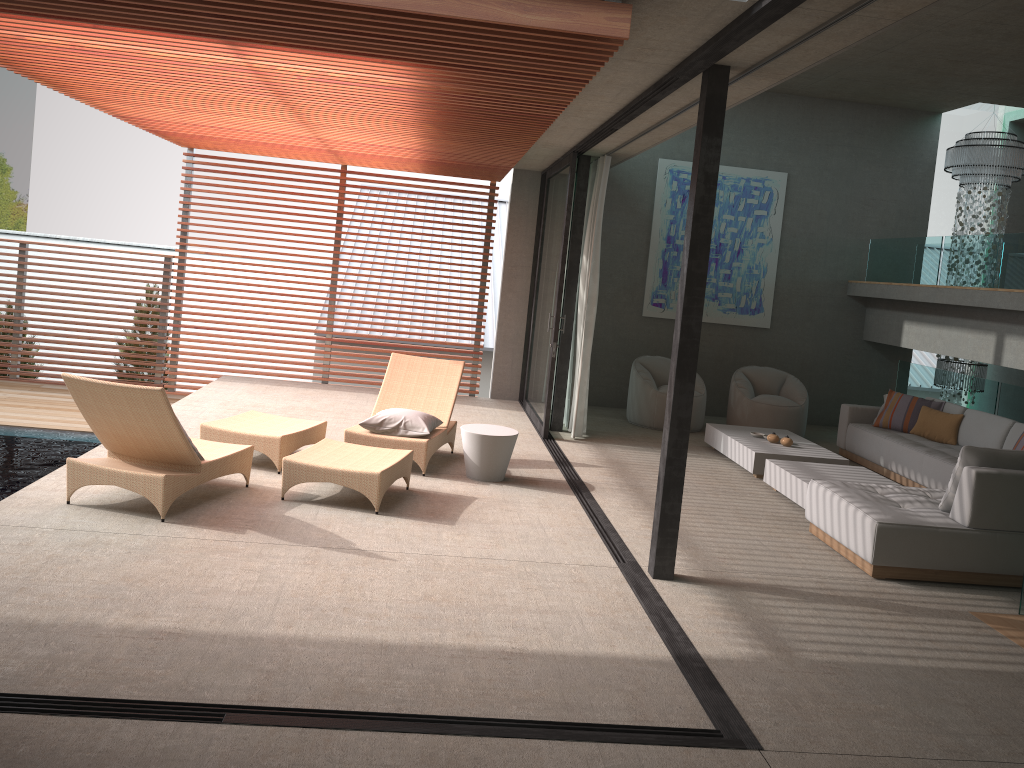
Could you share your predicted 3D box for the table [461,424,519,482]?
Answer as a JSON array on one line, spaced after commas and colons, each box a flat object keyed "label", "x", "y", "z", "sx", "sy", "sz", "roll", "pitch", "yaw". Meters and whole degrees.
[{"label": "table", "x": -0.200, "y": 0.565, "z": 7.186, "sx": 0.474, "sy": 0.391, "sz": 0.479, "roll": 3, "pitch": 6, "yaw": -24}]

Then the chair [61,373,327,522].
[{"label": "chair", "x": -2.133, "y": 0.267, "z": 6.321, "sx": 0.702, "sy": 0.822, "sz": 2.305, "roll": 7, "pitch": 7, "yaw": 13}]

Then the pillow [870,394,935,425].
[{"label": "pillow", "x": 4.197, "y": 0.333, "z": 9.460, "sx": 0.621, "sy": 0.418, "sz": 0.311, "roll": 9, "pitch": 6, "yaw": 31}]

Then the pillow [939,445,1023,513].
[{"label": "pillow", "x": 3.085, "y": 0.640, "z": 5.750, "sx": 0.492, "sy": 0.481, "sz": 0.267, "roll": 5, "pitch": 4, "yaw": -5}]

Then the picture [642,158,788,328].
[{"label": "picture", "x": 2.653, "y": -1.825, "z": 11.548, "sx": 1.718, "sy": 2.040, "sz": 0.030, "roll": 5, "pitch": 3, "yaw": -5}]

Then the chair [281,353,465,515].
[{"label": "chair", "x": -0.997, "y": 0.290, "z": 7.010, "sx": 0.701, "sy": 0.822, "sz": 2.307, "roll": 7, "pitch": 7, "yaw": 9}]

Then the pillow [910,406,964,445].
[{"label": "pillow", "x": 4.309, "y": 0.419, "z": 8.935, "sx": 0.225, "sy": 0.323, "sz": 0.467, "roll": 2, "pitch": 7, "yaw": -43}]

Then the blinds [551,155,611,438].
[{"label": "blinds", "x": 0.735, "y": -1.049, "z": 10.210, "sx": 0.223, "sy": 2.910, "sz": 2.442, "roll": 5, "pitch": 5, "yaw": -6}]

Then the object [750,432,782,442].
[{"label": "object", "x": 2.574, "y": 0.540, "z": 8.777, "sx": 0.440, "sy": 0.039, "sz": 0.155, "roll": 12, "pitch": 10, "yaw": 40}]

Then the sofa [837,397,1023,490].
[{"label": "sofa", "x": 4.261, "y": 0.678, "z": 8.077, "sx": 1.048, "sy": 0.749, "sz": 3.486, "roll": 5, "pitch": 7, "yaw": -6}]

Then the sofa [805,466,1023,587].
[{"label": "sofa", "x": 2.978, "y": 0.837, "z": 5.998, "sx": 1.594, "sy": 0.729, "sz": 1.020, "roll": 5, "pitch": 6, "yaw": -6}]

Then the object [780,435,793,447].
[{"label": "object", "x": 2.650, "y": 0.548, "z": 8.521, "sx": 0.120, "sy": 0.105, "sz": 0.119, "roll": 9, "pitch": 6, "yaw": 29}]

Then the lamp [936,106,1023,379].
[{"label": "lamp", "x": 6.042, "y": -1.682, "z": 11.510, "sx": 0.997, "sy": 3.922, "sz": 1.006, "roll": 4, "pitch": 3, "yaw": -25}]

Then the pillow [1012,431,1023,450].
[{"label": "pillow", "x": 4.363, "y": 0.553, "z": 7.392, "sx": 0.312, "sy": 0.492, "sz": 0.739, "roll": 7, "pitch": 6, "yaw": 17}]

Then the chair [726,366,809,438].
[{"label": "chair", "x": 3.066, "y": 0.222, "z": 10.582, "sx": 0.925, "sy": 0.784, "sz": 0.923, "roll": 8, "pitch": 6, "yaw": 18}]

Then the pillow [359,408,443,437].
[{"label": "pillow", "x": -0.911, "y": 0.311, "z": 7.338, "sx": 0.596, "sy": 0.193, "sz": 0.597, "roll": 6, "pitch": 7, "yaw": 6}]

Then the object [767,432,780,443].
[{"label": "object", "x": 2.557, "y": 0.522, "z": 8.643, "sx": 0.119, "sy": 0.105, "sz": 0.120, "roll": 6, "pitch": 6, "yaw": -1}]

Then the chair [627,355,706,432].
[{"label": "chair", "x": 1.858, "y": 0.104, "z": 10.560, "sx": 0.922, "sy": 0.784, "sz": 0.926, "roll": 6, "pitch": 6, "yaw": -2}]

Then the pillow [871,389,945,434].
[{"label": "pillow", "x": 4.161, "y": 0.312, "z": 9.265, "sx": 0.659, "sy": 0.440, "sz": 0.340, "roll": 11, "pitch": 7, "yaw": 38}]

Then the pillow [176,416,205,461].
[{"label": "pillow", "x": -2.302, "y": 0.280, "z": 5.572, "sx": 0.609, "sy": 0.425, "sz": 0.429, "roll": 7, "pitch": 5, "yaw": 12}]
